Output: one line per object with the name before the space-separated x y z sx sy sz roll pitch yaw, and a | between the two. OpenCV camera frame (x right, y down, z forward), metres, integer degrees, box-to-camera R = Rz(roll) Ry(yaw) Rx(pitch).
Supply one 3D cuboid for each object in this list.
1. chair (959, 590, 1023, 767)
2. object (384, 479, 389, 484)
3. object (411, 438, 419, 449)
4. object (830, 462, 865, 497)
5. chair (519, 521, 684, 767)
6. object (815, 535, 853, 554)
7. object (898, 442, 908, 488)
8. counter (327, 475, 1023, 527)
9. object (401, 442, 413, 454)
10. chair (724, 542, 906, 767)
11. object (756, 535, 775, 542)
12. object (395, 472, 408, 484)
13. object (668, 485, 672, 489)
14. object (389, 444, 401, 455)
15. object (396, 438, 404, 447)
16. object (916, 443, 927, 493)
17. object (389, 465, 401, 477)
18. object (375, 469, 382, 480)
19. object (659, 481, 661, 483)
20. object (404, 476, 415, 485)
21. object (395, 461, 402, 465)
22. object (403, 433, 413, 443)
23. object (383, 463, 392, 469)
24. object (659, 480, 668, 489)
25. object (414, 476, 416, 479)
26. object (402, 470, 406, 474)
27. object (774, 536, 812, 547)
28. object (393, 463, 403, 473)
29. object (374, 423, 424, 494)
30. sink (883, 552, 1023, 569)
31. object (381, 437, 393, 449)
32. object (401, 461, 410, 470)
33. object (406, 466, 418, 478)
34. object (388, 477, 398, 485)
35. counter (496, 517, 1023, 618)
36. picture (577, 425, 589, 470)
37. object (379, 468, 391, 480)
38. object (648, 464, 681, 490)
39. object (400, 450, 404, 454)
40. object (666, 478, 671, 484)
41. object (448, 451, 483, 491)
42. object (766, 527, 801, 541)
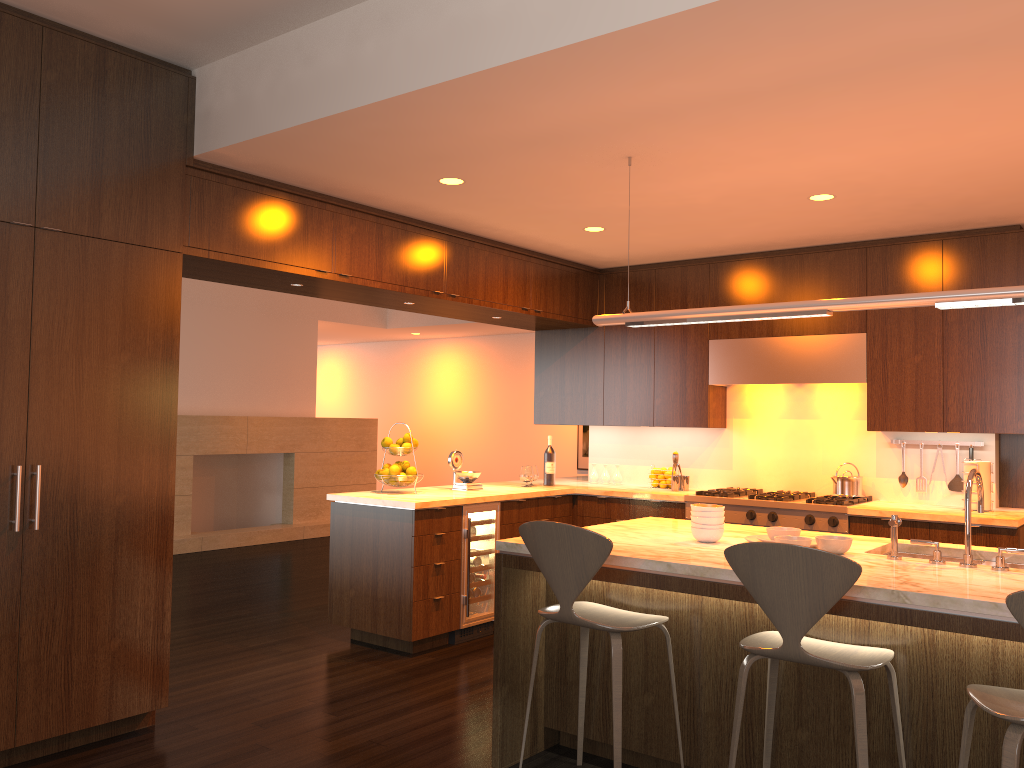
chair | 1.441 0.997 2.269 0.520 1.047 0.506 0 -2 13
object | -0.809 0.632 5.811 0.056 0.053 0.057 1 -2 -2
object | -0.650 0.393 5.842 0.071 0.074 0.070 2 -3 -31
object | 2.198 0.623 5.808 0.221 0.218 0.221 0 -3 23
chair | 0.304 1.019 3.292 0.520 1.047 0.506 -1 -3 43
object | 1.231 0.618 3.394 0.138 0.059 0.139 2 -3 -26
object | 2.516 0.519 5.699 0.061 0.296 0.020 -1 -3 36
counter | 1.227 0.765 5.786 3.616 0.038 3.187 -1 -3 38
object | -0.684 0.418 5.784 0.078 0.077 0.077 3 -3 -35
chair | 0.955 1.012 2.840 0.520 1.047 0.506 -1 -3 38
object | 1.104 0.640 3.607 0.216 0.025 0.217 3 -3 -35
object | -0.713 0.608 5.716 0.078 0.076 0.078 0 -3 25
object | 1.183 0.749 6.577 0.051 0.053 0.063 1 -2 -11
object | -0.765 0.426 5.784 0.078 0.072 0.077 1 -2 4
object | -0.734 0.385 5.833 0.061 0.063 0.062 2 -3 -28
object | 2.602 0.533 5.636 0.066 0.314 0.004 -1 -3 38
object | -0.751 0.559 5.682 0.068 0.077 0.079 0 -2 14
object | -0.858 0.591 5.794 0.068 0.069 0.065 0 -2 15
object | 1.130 0.742 6.623 0.057 0.060 0.052 2 -2 -13
object | -0.675 0.623 5.788 0.078 0.075 0.078 0 -2 16
object | -0.739 0.531 5.816 0.063 0.059 0.061 2 -2 -19
object | -0.681 0.356 5.802 0.068 0.072 0.071 1 -2 -6
object | -0.810 0.553 5.793 0.067 0.071 0.069 2 -2 -16
object | 1.125 0.746 6.580 0.064 0.063 0.074 1 -2 1
object | -0.657 0.605 5.879 0.073 0.072 0.071 1 -2 -8
object | -0.685 0.569 5.829 0.070 0.072 0.071 1 -2 2
object | 1.064 0.613 3.360 0.138 0.059 0.139 2 -3 -26
object | -0.747 0.552 5.751 0.077 0.075 0.077 0 -2 11
object | -0.738 0.483 5.817 0.324 0.461 0.324 1 -2 -3
sink | 1.777 0.780 3.339 0.813 0.176 0.457 -1 -3 38
object | -0.820 0.387 5.816 0.075 0.079 0.077 3 -3 -43
object | -0.691 0.528 5.753 0.060 0.063 0.062 3 -3 -45
object | -0.647 0.569 5.733 0.077 0.074 0.078 3 -3 -37
object | -0.771 0.625 5.759 0.063 0.069 0.070 1 -2 0
counter | 1.397 0.664 3.264 2.711 0.038 1.280 -1 -3 38
picture | 1.010 0.506 11.376 0.398 1.200 0.012 -1 -3 38
object | -0.818 0.580 5.724 0.077 0.077 0.077 3 -3 -41
object | 1.145 0.692 6.635 0.207 0.175 0.189 -1 -3 36
object | -0.705 0.429 5.858 0.071 0.072 0.071 2 -3 -21
object | 1.165 0.718 6.542 0.061 0.054 0.052 3 -3 -42
object | -0.322 0.603 6.185 0.231 0.266 0.191 -1 -3 41
object | 1.104 0.619 3.608 0.138 0.059 0.139 2 -3 -26
